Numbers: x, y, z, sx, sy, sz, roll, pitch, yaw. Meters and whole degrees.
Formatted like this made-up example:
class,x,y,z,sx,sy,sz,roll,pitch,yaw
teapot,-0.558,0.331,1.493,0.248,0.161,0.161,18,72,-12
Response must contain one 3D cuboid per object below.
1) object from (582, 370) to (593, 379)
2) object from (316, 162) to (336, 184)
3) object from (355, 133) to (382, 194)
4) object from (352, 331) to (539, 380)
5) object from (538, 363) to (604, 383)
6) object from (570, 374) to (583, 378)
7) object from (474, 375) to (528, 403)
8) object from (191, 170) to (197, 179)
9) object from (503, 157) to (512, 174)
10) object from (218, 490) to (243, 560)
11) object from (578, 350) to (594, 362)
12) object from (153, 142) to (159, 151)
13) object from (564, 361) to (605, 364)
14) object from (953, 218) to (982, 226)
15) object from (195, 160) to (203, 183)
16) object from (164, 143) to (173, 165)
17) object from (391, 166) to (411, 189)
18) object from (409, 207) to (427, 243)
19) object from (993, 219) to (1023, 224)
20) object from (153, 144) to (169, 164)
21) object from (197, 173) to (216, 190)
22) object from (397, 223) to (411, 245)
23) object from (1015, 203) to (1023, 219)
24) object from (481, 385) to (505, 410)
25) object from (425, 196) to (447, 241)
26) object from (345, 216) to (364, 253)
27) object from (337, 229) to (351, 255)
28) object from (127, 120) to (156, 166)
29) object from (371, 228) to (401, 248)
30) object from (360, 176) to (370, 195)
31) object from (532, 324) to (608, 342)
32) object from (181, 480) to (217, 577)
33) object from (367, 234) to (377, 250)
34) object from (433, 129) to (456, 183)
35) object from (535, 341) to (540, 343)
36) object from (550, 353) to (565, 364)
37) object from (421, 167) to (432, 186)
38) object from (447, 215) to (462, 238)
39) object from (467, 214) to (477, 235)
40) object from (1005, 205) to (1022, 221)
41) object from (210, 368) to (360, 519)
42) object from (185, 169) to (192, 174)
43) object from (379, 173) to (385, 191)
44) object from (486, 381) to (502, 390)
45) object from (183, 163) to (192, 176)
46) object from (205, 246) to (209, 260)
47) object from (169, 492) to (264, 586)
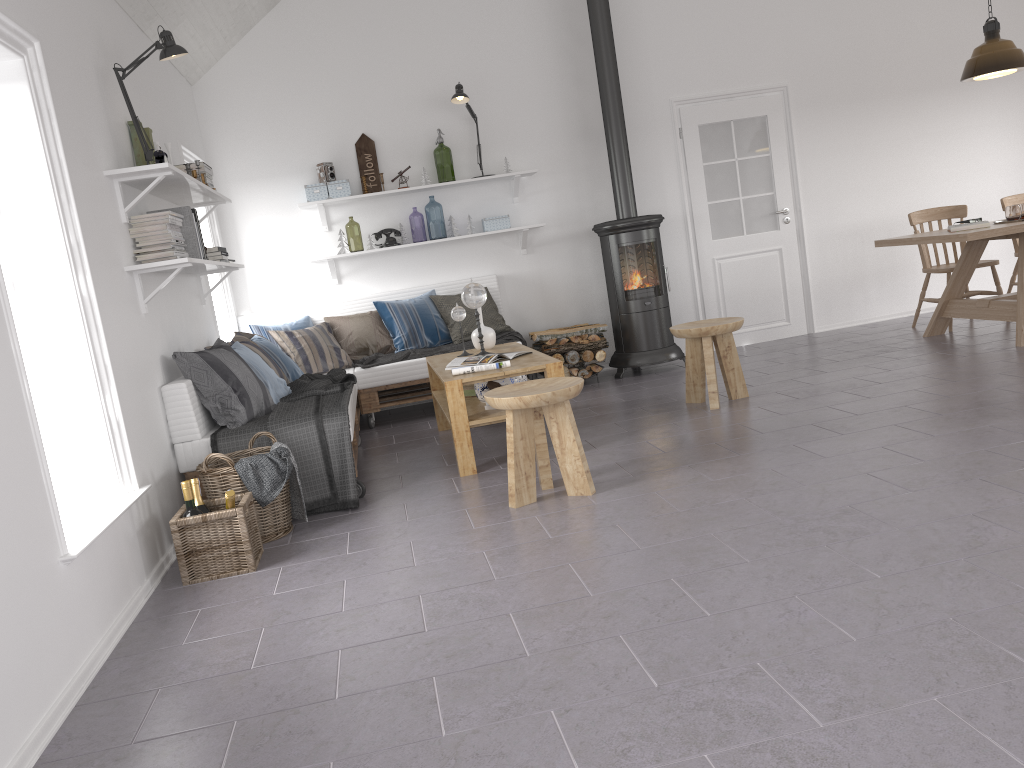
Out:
class,x,y,z,sx,sy,sz,roll,pitch,yaw
object,0.545,-0.104,6.932,0.096,0.067,0.467,-10,8,-8
object,-1.394,-1.593,6.702,0.117,0.157,0.121,-2,11,41
object,-1.104,-1.684,6.805,0.154,0.480,0.053,-9,8,-3
object,-0.516,-0.067,6.591,1.449,0.508,0.716,-12,8,-18
object,0.454,-0.065,6.925,0.456,0.118,0.478,-10,8,-8
object,0.451,-0.078,6.902,0.095,0.063,0.562,-10,8,-7
object,-0.061,0.004,4.971,0.302,0.161,0.302,-11,8,-12
object,-1.687,-1.095,4.724,0.088,0.085,0.088,-7,8,14
object,-0.040,-1.691,6.871,0.073,0.142,0.072,-5,9,24
object,-1.110,0.560,3.498,0.095,0.332,0.284,-13,9,-29
object,0.513,-0.232,6.893,0.102,0.102,0.561,-10,8,-9
object,-1.865,-1.152,4.707,0.084,0.256,0.084,-16,10,-39
object,0.450,-0.159,6.838,0.539,0.070,0.101,-10,8,-7
object,3.015,-1.074,5.862,0.141,0.030,0.135,-12,9,-23
object,-1.723,-1.152,4.897,0.066,0.160,0.066,-12,9,-21
object,-1.831,-1.169,4.786,0.084,0.256,0.084,-16,10,-39
object,-0.843,-1.564,6.767,0.092,0.172,0.177,-16,10,-40
object,-0.724,-1.218,6.792,0.111,0.270,0.111,-8,8,10
object,3.426,-1.101,5.909,0.394,0.014,0.394,-3,10,35
object,-1.691,-1.072,4.284,0.050,0.165,0.120,-10,8,-8
object,-1.740,-1.133,4.996,0.124,0.100,0.124,-7,8,14
object,-0.850,-1.157,6.842,0.127,0.176,0.007,-9,8,-3
object,3.438,-1.166,6.008,0.095,0.106,0.095,-6,9,21
object,0.005,0.063,4.663,0.281,0.102,0.155,-5,9,25
object,-0.590,-1.273,6.801,0.137,0.335,0.137,-12,8,-19
object,-1.197,-1.132,6.715,0.111,0.270,0.111,-8,8,10
object,-1.284,-1.081,6.725,0.113,0.195,0.107,-9,8,-1
object,-1.847,-1.148,4.470,0.052,0.311,0.330,-10,8,-8
object,-0.960,-1.114,6.784,0.203,0.146,0.171,-7,8,16
object,-1.111,-1.503,6.703,0.085,0.152,0.085,-7,8,16
object,0.437,-0.388,6.698,0.571,0.079,0.115,-10,8,-7
object,-1.226,0.559,3.433,0.095,0.377,0.095,-5,9,28
object,-1.070,-1.076,6.703,0.072,0.124,0.068,-12,9,-23
object,-0.527,-1.740,6.775,0.136,0.415,0.136,-5,9,25
object,0.422,-0.336,7.034,0.483,0.097,0.123,-10,8,-6
object,0.296,-0.205,6.886,0.103,0.107,0.516,-10,8,-9
object,-0.662,-1.577,6.745,0.075,0.147,0.075,-16,11,-41
object,-0.462,-1.227,6.893,0.097,0.178,0.103,-1,11,44
object,-0.326,-1.238,6.882,0.088,0.161,0.093,-9,8,1
object,3.326,-1.130,5.882,0.095,0.106,0.095,-6,9,21
object,-1.172,0.263,4.934,0.685,0.533,1.892,-10,8,-9
object,-1.826,-1.154,5.044,0.055,0.153,0.055,-16,10,-40
object,-0.982,-1.526,6.740,0.052,0.148,0.052,-1,11,43
object,-0.054,0.047,4.696,0.090,0.139,0.182,-16,11,-42
object,-1.763,-1.136,4.853,0.055,0.153,0.055,-14,9,-30
object,-1.667,-0.700,4.830,0.032,0.102,0.058,-11,8,-13
object,-1.162,0.611,3.515,0.276,0.270,0.276,-10,8,-8
